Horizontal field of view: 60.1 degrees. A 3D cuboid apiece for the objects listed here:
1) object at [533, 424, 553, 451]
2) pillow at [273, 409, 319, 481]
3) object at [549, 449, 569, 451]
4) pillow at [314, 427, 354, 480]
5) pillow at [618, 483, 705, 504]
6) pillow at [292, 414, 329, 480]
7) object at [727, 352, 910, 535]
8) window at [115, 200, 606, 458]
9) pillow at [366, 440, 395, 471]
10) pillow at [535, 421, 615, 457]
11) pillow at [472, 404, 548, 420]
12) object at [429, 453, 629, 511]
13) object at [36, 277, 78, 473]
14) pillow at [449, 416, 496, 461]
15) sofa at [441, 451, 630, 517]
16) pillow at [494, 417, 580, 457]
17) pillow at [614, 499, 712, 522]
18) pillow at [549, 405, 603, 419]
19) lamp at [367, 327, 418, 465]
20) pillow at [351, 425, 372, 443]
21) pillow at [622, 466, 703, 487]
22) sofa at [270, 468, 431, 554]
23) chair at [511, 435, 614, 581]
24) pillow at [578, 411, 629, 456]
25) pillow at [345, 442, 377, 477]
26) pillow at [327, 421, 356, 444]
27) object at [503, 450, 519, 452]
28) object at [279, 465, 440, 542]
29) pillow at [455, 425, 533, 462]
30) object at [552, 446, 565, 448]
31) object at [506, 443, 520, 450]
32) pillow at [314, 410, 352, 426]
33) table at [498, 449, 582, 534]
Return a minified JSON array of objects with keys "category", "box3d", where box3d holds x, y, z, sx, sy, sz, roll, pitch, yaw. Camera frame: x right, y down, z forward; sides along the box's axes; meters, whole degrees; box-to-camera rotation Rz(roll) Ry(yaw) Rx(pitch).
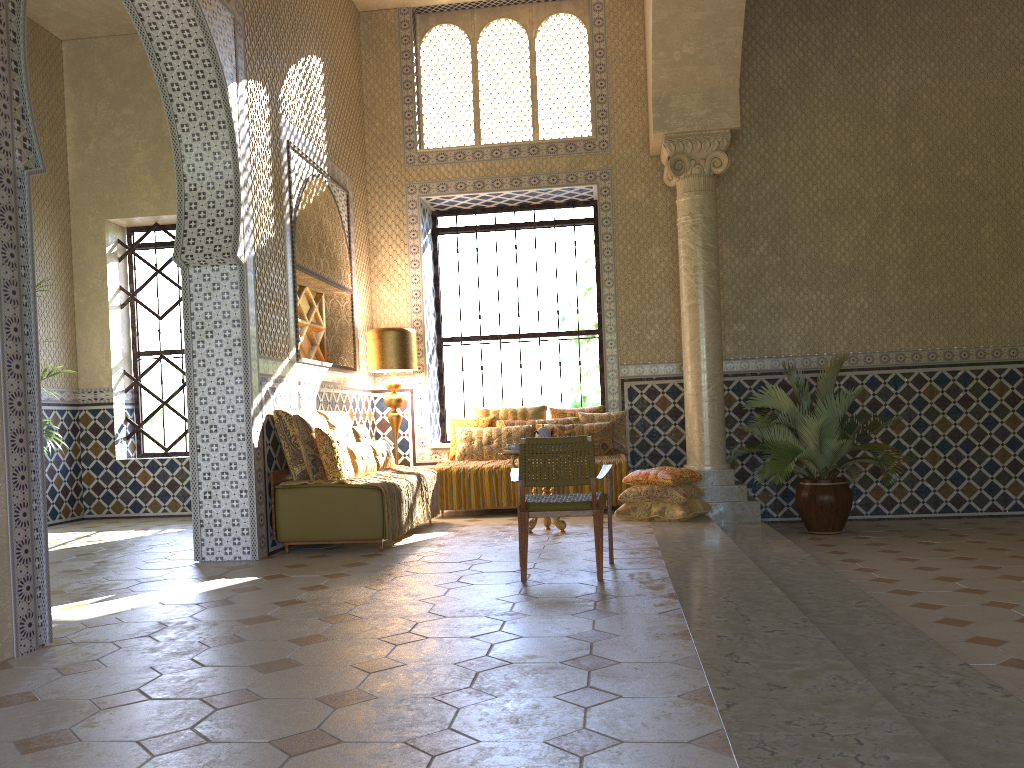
[{"category":"object","box3d":[0.378,0.651,10.751,0.273,0.324,0.199,-2,0,-4]},{"category":"pillow","box3d":[-2.406,0.708,10.387,0.422,0.832,1.193,-2,-1,6]},{"category":"object","box3d":[0.553,0.775,10.411,0.256,0.032,0.256,-2,-2,3]},{"category":"pillow","box3d":[-1.982,0.809,9.972,0.345,0.651,0.685,-2,-1,6]},{"category":"pillow","box3d":[1.988,1.460,11.738,0.932,0.347,0.880,-3,-2,27]},{"category":"pillow","box3d":[-2.230,0.732,10.143,0.383,0.780,0.834,-2,-1,7]},{"category":"object","box3d":[4.380,0.814,12.204,2.641,2.503,2.165,-2,-1,-7]},{"category":"window","box3d":[-2.719,-0.882,14.925,8.484,3.993,0.574,-2,1,3]},{"category":"pillow","box3d":[-1.759,0.970,11.696,0.271,0.450,0.983,-2,-2,6]},{"category":"pillow","box3d":[0.938,0.854,13.211,1.192,0.547,0.329,-3,0,7]},{"category":"pillow","box3d":[-0.036,0.755,13.780,1.192,0.833,0.422,-3,0,7]},{"category":"object","box3d":[0.276,1.442,13.207,2.886,0.718,1.314,-3,-2,7]},{"category":"object","box3d":[-6.705,0.329,11.150,2.257,3.554,2.752,-2,0,10]},{"category":"pillow","box3d":[-0.615,0.849,13.628,0.741,0.694,0.340,-2,0,7]},{"category":"sofa","box3d":[0.323,1.452,13.265,2.850,0.938,1.274,-3,-1,7]},{"category":"pillow","box3d":[0.386,0.833,13.493,1.341,0.616,0.370,-3,0,7]},{"category":"pillow","box3d":[2.016,1.661,11.748,0.992,0.368,1.042,-4,-2,31]},{"category":"pillow","box3d":[1.000,0.740,13.720,0.856,0.801,0.393,-2,0,7]},{"category":"lamp","box3d":[-1.765,0.585,13.387,0.736,2.815,0.737,-3,1,-24]},{"category":"pillow","box3d":[-1.976,0.851,11.671,0.313,0.638,0.681,-2,-1,7]},{"category":"pillow","box3d":[1.994,1.250,11.725,0.805,0.311,0.747,-4,-3,41]},{"category":"sofa","box3d":[-1.818,1.441,10.955,1.274,0.937,2.851,-2,-2,6]},{"category":"chair","box3d":[0.432,1.062,7.875,0.950,1.210,0.906,-2,0,6]},{"category":"pillow","box3d":[1.378,0.758,13.399,0.741,0.694,0.340,-2,0,7]},{"category":"pillow","box3d":[-1.865,0.935,10.765,0.271,0.450,0.983,-2,-2,6]},{"category":"pillow","box3d":[-2.068,0.791,10.873,0.340,0.693,0.741,-2,-1,7]},{"category":"object","box3d":[0.023,0.811,10.756,0.255,0.032,0.256,-2,-2,-15]},{"category":"object","box3d":[-1.759,1.429,10.936,1.314,0.718,2.887,-3,-2,7]},{"category":"pillow","box3d":[-0.279,0.909,13.351,1.192,0.547,0.329,-3,0,7]},{"category":"object","box3d":[0.552,0.737,10.410,0.183,0.100,0.184,-2,-2,3]},{"category":"object","box3d":[0.021,0.773,10.755,0.183,0.100,0.183,-2,-2,-12]},{"category":"pillow","box3d":[-2.270,0.753,11.576,0.422,0.832,1.193,-2,-1,6]},{"category":"table","box3d":[0.397,1.300,10.721,1.102,0.981,1.099,-3,-1,36]}]
